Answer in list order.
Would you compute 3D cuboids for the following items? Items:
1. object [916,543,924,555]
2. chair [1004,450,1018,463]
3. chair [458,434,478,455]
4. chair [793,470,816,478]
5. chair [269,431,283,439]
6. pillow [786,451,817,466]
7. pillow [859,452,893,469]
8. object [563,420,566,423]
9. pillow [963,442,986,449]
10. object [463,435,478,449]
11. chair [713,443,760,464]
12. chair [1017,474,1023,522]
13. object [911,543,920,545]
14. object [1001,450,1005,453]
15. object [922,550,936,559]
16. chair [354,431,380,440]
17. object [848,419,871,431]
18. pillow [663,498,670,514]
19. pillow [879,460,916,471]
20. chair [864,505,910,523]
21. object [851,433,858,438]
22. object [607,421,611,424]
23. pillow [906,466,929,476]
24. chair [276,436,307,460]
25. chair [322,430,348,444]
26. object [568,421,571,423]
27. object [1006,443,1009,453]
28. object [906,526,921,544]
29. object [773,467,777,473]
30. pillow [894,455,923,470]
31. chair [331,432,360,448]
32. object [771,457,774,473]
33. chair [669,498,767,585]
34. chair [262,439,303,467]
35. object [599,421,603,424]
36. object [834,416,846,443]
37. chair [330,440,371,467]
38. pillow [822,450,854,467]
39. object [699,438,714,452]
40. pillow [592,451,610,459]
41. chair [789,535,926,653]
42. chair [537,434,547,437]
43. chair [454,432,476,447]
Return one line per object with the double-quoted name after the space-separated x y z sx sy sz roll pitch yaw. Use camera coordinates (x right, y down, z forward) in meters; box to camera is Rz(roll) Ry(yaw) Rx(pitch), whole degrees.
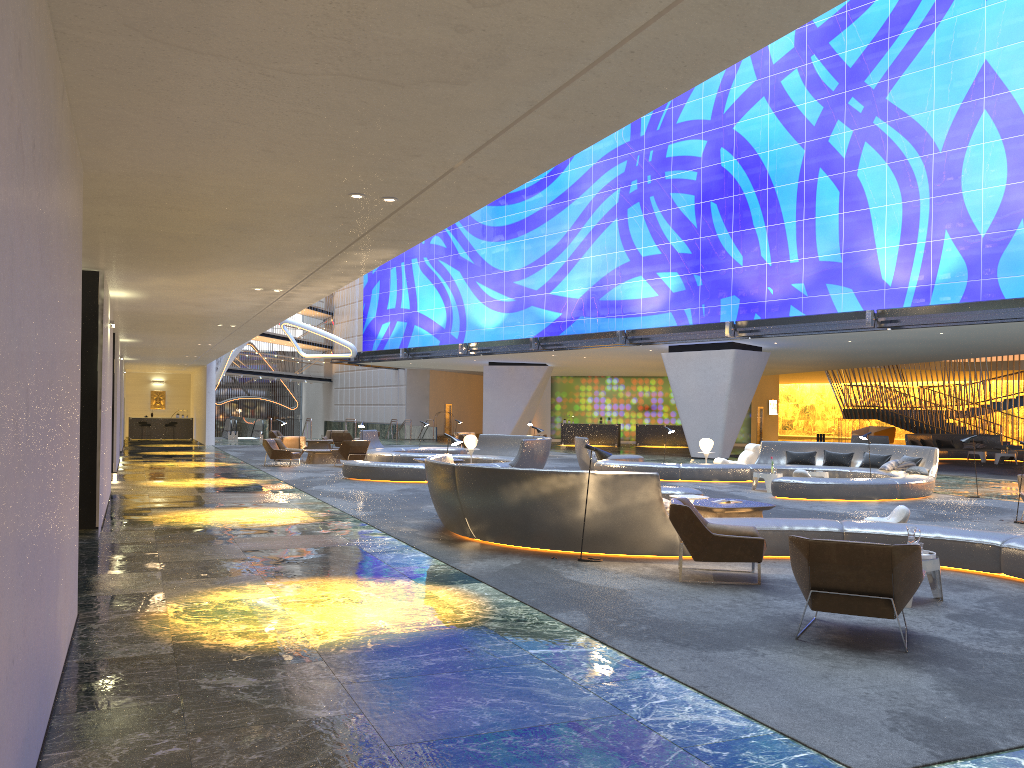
3.625 1.476 7.890 0.071 0.118 0.071 1 0 35 "object"
18.238 2.671 32.511 0.491 0.501 0.587 1 -1 -6 "chair"
-1.508 2.283 33.469 0.938 0.766 0.930 1 -1 10 "chair"
6.570 2.096 19.444 0.585 0.501 1.785 0 -2 31 "chair"
-8.890 2.205 34.404 0.938 0.766 0.930 1 -1 1 "chair"
7.173 1.847 22.005 0.769 0.369 0.295 0 -1 21 "pillow"
8.604 1.819 20.994 0.315 0.386 0.785 1 -1 -32 "pillow"
2.716 1.941 45.737 0.149 0.150 0.149 1 -1 11 "object"
18.269 2.447 35.194 0.877 0.262 0.692 2 -2 -33 "pillow"
-1.129 1.572 24.089 0.367 0.387 0.318 1 -1 -16 "object"
6.021 2.027 23.603 1.157 0.882 0.729 1 -1 -4 "chair"
8.375 1.811 13.705 0.929 0.766 0.939 1 -1 18 "chair"
3.565 1.473 7.836 0.071 0.118 0.071 1 0 -41 "object"
17.763 2.436 32.054 0.151 0.118 0.071 1 0 12 "object"
3.585 1.520 7.934 0.381 0.038 0.381 2 -2 -31 "object"
-5.863 2.293 35.840 0.939 0.766 0.929 1 -1 -21 "chair"
18.828 2.580 48.023 1.205 1.664 0.476 1 0 -13 "object"
1.669 1.431 10.246 0.877 0.262 0.693 0 -2 29 "pillow"
8.734 1.838 20.037 0.877 0.262 0.693 0 -2 32 "pillow"
4.886 1.825 11.522 0.586 0.501 0.491 1 -1 11 "chair"
13.097 2.080 33.804 0.318 0.387 0.367 1 -1 -16 "object"
4.950 1.960 45.228 0.150 0.145 0.150 1 -1 10 "object"
8.679 1.867 18.963 0.444 0.207 0.443 0 -2 28 "pillow"
-6.900 2.026 27.724 0.929 0.766 0.939 1 -1 -17 "chair"
-7.319 2.301 36.751 0.929 0.766 0.939 1 -1 4 "chair"
2.957 1.963 45.687 0.107 0.108 0.111 1 -1 11 "object"
17.851 2.314 31.927 0.076 0.356 0.066 1 0 -31 "object"
3.603 1.412 7.983 0.131 0.252 0.103 1 0 -40 "object"
5.674 1.860 19.167 0.071 0.118 0.151 1 -1 -13 "object"
8.930 1.796 20.011 0.317 0.366 0.775 1 -1 -7 "pillow"
-6.395 2.227 33.949 0.929 0.766 0.939 0 -1 29 "chair"
5.597 1.736 19.035 0.076 0.356 0.066 1 0 34 "object"
2.057 1.572 8.941 0.938 0.766 0.930 1 -1 10 "chair"
-6.541 1.953 25.213 0.938 0.766 0.930 1 -1 10 "chair"
4.547 1.956 45.291 0.150 0.145 0.150 1 -1 10 "object"
17.764 2.563 47.982 0.476 1.664 1.205 1 0 32 "object"
-4.579 1.984 25.307 0.930 0.766 0.938 2 -1 -40 "chair"
7.953 1.825 21.652 0.759 0.417 0.281 0 -1 35 "pillow"
5.292 1.667 24.140 0.367 0.387 0.318 1 -1 -41 "object"
2.224 1.843 23.251 0.692 0.262 0.877 1 -2 -15 "pillow"
2.577 1.508 6.644 0.929 0.766 0.939 0 -1 27 "chair"
0.857 2.372 35.233 0.939 0.766 0.929 1 -1 -15 "chair"
-1.867 2.356 35.980 0.929 0.766 0.939 1 -1 -17 "chair"
